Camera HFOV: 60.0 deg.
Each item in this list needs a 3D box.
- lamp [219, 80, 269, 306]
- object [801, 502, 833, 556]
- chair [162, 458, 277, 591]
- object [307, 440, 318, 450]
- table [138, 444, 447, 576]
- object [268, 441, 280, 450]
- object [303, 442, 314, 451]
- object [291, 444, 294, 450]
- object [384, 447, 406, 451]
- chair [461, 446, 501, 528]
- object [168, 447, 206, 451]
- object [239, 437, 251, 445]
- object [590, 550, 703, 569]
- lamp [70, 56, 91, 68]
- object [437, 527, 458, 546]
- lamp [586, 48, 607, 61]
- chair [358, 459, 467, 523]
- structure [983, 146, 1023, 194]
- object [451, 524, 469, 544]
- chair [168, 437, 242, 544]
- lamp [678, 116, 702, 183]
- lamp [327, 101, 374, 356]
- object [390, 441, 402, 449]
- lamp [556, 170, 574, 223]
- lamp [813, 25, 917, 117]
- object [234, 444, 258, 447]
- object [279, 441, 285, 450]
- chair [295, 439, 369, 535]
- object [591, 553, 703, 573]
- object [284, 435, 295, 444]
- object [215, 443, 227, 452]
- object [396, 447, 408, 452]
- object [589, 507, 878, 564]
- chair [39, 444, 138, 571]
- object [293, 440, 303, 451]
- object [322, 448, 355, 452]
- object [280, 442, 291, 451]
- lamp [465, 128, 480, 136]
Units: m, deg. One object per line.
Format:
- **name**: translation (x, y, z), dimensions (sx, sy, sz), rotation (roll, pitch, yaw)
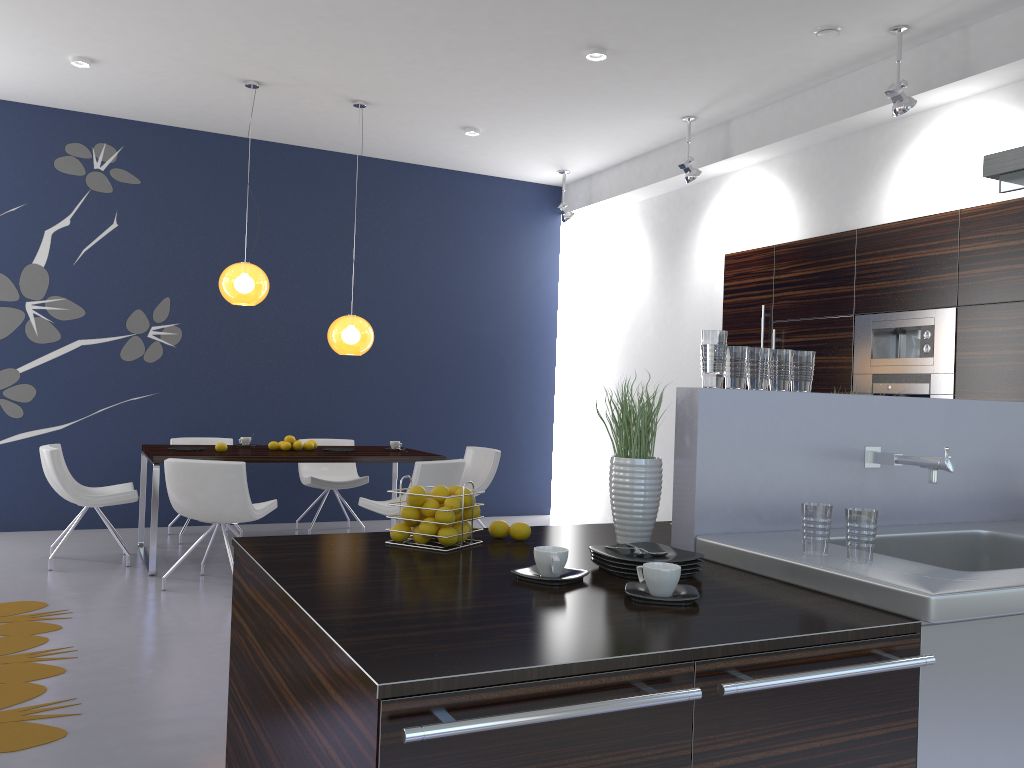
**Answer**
- **lamp**: translation (-1.952, -1.407, 6.553), dimensions (0.358, 1.645, 0.359), rotation (2, -1, -15)
- **object**: translation (0.723, 0.345, 2.108), dimensions (0.072, 0.119, 0.071), rotation (2, -1, -26)
- **chair**: translation (-1.836, 0.862, 5.560), dimensions (0.508, 0.805, 0.620), rotation (2, -1, 9)
- **object**: translation (-1.541, 0.469, 6.821), dimensions (0.094, 0.077, 0.079), rotation (2, -1, 38)
- **table**: translation (-1.669, 0.893, 6.702), dimensions (2.046, 0.783, 1.127), rotation (2, -1, -26)
- **object**: translation (-1.778, 0.462, 6.626), dimensions (0.083, 0.068, 0.070), rotation (2, -1, -22)
- **object**: translation (-1.545, 0.472, 6.736), dimensions (0.083, 0.068, 0.070), rotation (2, -1, -22)
- **object**: translation (-1.654, 0.467, 6.735), dimensions (0.069, 0.071, 0.081), rotation (1, -1, 41)
- **object**: translation (-0.941, 0.525, 7.120), dimensions (0.154, 0.020, 0.154), rotation (2, -1, 20)
- **chair**: translation (-0.440, 0.934, 7.365), dimensions (0.620, 0.805, 0.508), rotation (2, -1, -31)
- **object**: translation (-2.320, 0.466, 6.335), dimensions (0.232, 0.020, 0.232), rotation (2, -1, 2)
- **object**: translation (-2.081, 0.450, 6.922), dimensions (0.081, 0.064, 0.101), rotation (2, -1, -1)
- **object**: translation (0.319, 0.419, 2.119), dimensions (0.232, 0.020, 0.232), rotation (2, -1, -23)
- **lamp**: translation (-3.026, -2.256, 6.214), dimensions (0.132, 0.035, 0.132), rotation (2, -1, -26)
- **object**: translation (-0.169, 0.400, 2.325), dimensions (0.053, 0.053, 0.061), rotation (2, -1, 19)
- **lamp**: translation (0.547, -2.133, 5.745), dimensions (0.132, 0.035, 0.132), rotation (2, -1, 17)
- **chair**: translation (-0.666, 0.911, 6.125), dimensions (0.620, 0.805, 0.508), rotation (2, -1, 34)
- **structure**: translation (2.202, -1.211, 2.714), dimensions (0.981, 1.231, 0.915), rotation (2, -1, -26)
- **object**: translation (-0.146, 0.402, 2.381), dimensions (0.061, 0.053, 0.053), rotation (2, -1, 16)
- **chair**: translation (-2.518, 0.858, 7.296), dimensions (0.508, 0.805, 0.620), rotation (2, -1, -31)
- **lamp**: translation (1.419, -1.847, 7.037), dimensions (0.185, 0.511, 0.150), rotation (2, -1, -26)
- **lamp**: translation (-1.224, -1.212, 6.915), dimensions (0.359, 1.974, 0.358), rotation (2, -1, -21)
- **object**: translation (-0.930, 0.494, 7.121), dimensions (0.101, 0.064, 0.081), rotation (2, -1, 0)
- **lamp**: translation (0.535, -1.858, 8.832), dimensions (0.185, 0.511, 0.150), rotation (2, -1, -26)
- **lamp**: translation (2.095, -1.844, 5.269), dimensions (0.605, 0.511, 0.171), rotation (2, -1, 6)
- **object**: translation (-2.082, 0.481, 6.932), dimensions (0.154, 0.020, 0.154), rotation (2, -1, 19)
- **object**: translation (-1.728, 0.465, 6.698), dimensions (0.083, 0.068, 0.070), rotation (2, -1, 33)
- **chair**: translation (-1.586, 0.897, 7.755), dimensions (0.508, 0.805, 0.620), rotation (2, -1, -26)
- **object**: translation (0.319, 0.429, 2.119), dimensions (0.232, 0.020, 0.232), rotation (2, -1, -18)
- **object**: translation (-1.671, 0.421, 6.674), dimensions (0.083, 0.068, 0.070), rotation (2, -1, -22)
- **object**: translation (-2.051, 0.448, 6.257), dimensions (0.083, 0.068, 0.070), rotation (2, -1, -22)
- **object**: translation (-0.874, 0.519, 7.029), dimensions (0.155, 0.028, 0.032), rotation (1, -1, 45)
- **object**: translation (0.510, 0.352, 2.124), dimensions (0.646, 0.147, 0.269), rotation (2, -1, -1)
- **chair**: translation (-2.934, 0.829, 6.135), dimensions (0.620, 0.805, 0.508), rotation (2, -1, -26)
- **object**: translation (-1.609, 0.463, 6.665), dimensions (0.076, 0.080, 0.094), rotation (2, -1, -25)
- **object**: translation (-1.328, 0.507, 6.788), dimensions (0.232, 0.020, 0.232), rotation (2, -1, 2)
- **object**: translation (-1.690, 0.465, 6.622), dimensions (0.083, 0.068, 0.070), rotation (2, -1, 33)
- **lamp**: translation (-0.336, -2.143, 7.539), dimensions (0.132, 0.035, 0.132), rotation (2, -1, 21)
